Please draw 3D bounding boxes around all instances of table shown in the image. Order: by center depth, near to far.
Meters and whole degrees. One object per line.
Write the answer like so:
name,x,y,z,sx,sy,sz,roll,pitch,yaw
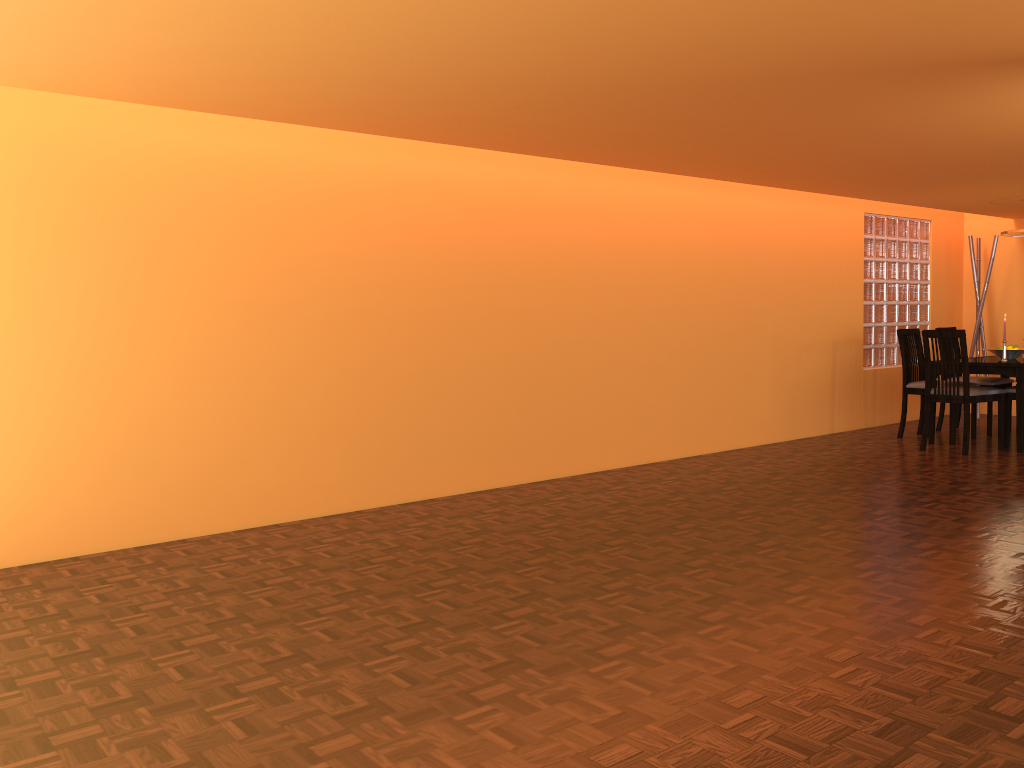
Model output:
table,3.541,0.114,6.276,1.259,0.584,0.697,-4,5,-38

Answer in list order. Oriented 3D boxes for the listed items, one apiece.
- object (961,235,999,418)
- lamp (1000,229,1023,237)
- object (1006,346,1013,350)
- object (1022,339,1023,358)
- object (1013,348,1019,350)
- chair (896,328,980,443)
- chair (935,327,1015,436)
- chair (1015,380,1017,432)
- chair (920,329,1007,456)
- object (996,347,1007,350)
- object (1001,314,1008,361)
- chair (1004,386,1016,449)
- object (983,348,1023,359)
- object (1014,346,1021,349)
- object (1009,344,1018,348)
object,4.072,-0.493,7.705,0.226,1.589,0.308,-2,4,-16
lamp,3.765,-1.194,6.387,0.435,0.274,0.435,-2,4,-16
object,3.452,-0.239,6.150,0.046,0.046,0.055,2,5,35
object,3.710,-0.354,6.405,0.044,0.326,0.044,2,5,40
object,3.501,-0.229,6.161,0.055,0.046,0.046,0,4,15
chair,3.062,0.001,6.419,0.373,0.809,0.465,-4,5,-38
chair,3.515,-0.032,6.775,0.373,0.809,0.465,-4,5,-38
chair,4.107,-0.041,6.740,0.465,0.809,0.373,-5,5,-43
chair,2.953,0.042,5.844,0.465,0.809,0.373,-4,5,-33
object,3.454,-0.226,6.245,0.087,0.076,0.089,-4,5,-32
object,3.336,-0.319,6.005,0.044,0.326,0.044,2,5,40
chair,3.535,0.032,5.817,0.373,0.809,0.465,-4,5,-38
object,3.494,-0.211,6.239,0.337,0.072,0.337,0,4,18
object,3.545,-0.232,6.205,0.055,0.070,0.066,1,5,33
object,3.549,-0.251,6.283,0.069,0.066,0.069,-3,4,-28
